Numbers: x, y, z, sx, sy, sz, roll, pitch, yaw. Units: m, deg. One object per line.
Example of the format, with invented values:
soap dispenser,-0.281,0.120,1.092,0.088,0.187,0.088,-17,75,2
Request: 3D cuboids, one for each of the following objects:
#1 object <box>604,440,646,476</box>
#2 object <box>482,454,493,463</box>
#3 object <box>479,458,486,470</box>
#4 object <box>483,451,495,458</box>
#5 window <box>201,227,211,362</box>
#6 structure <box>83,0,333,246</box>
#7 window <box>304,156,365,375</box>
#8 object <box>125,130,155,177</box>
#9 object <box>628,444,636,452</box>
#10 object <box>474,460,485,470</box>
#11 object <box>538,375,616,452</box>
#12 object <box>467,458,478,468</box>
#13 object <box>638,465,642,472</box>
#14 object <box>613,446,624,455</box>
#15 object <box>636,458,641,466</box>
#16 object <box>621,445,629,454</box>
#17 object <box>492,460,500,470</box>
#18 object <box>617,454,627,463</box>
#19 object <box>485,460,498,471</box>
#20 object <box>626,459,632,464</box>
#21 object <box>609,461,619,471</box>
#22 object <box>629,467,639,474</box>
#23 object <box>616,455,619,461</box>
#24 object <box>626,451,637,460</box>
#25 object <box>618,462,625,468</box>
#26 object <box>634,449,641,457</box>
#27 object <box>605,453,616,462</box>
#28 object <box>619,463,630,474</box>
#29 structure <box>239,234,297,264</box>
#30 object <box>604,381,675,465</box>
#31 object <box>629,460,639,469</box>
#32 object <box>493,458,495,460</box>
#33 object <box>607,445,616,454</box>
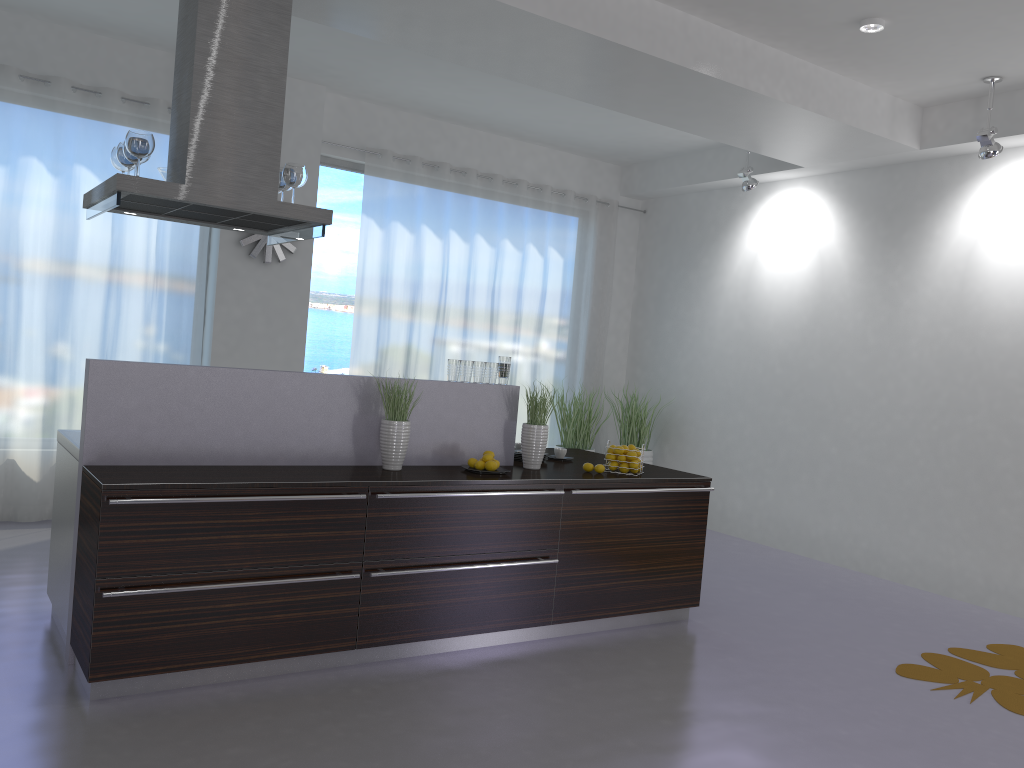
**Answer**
object,0.648,0.419,5.090,0.207,0.174,0.189,6,2,21
object,-0.126,0.386,4.608,0.061,0.047,0.053,4,2,-31
object,-0.147,0.418,4.647,0.057,0.060,0.071,4,2,-33
object,-0.122,0.374,4.660,0.063,0.048,0.053,6,2,22
window,-3.677,-0.800,6.204,3.000,2.500,0.100,4,2,-34
structure,-1.492,-1.392,4.419,0.981,1.231,0.915,4,2,-34
window,-0.581,-0.604,8.311,3.000,2.500,0.100,4,2,-34
object,-1.671,-1.016,3.975,0.125,0.221,0.125,5,2,-9
object,0.694,0.380,5.140,0.050,0.060,0.059,4,2,-35
object,-0.165,0.421,4.585,0.063,0.051,0.053,4,2,-30
object,0.614,0.586,8.303,0.713,1.334,0.656,4,2,-34
object,-0.202,0.413,4.626,0.061,0.054,0.052,5,2,13
object,0.728,0.483,5.128,0.053,0.052,0.062,5,2,5
object,0.607,0.378,5.035,0.063,0.051,0.053,5,2,13
object,0.711,0.448,5.073,0.051,0.055,0.061,6,2,35
object,0.643,0.376,5.083,0.051,0.053,0.063,4,2,-33
object,-0.091,0.423,4.630,0.052,0.054,0.061,6,2,33
object,0.624,0.424,5.037,0.052,0.053,0.062,6,2,28
object,-0.108,0.423,4.567,0.070,0.058,0.060,4,2,-35
object,0.680,0.442,5.075,0.051,0.053,0.062,4,2,-26
object,0.579,0.466,5.046,0.060,0.057,0.052,4,2,-32
object,0.695,0.483,5.048,0.051,0.053,0.063,4,2,-26
object,0.606,0.418,5.090,0.064,0.053,0.051,4,2,-31
object,0.678,0.407,5.028,0.061,0.052,0.053,4,2,-21
object,0.632,0.469,5.078,0.057,0.060,0.052,4,2,-28
object,0.711,0.397,5.076,0.051,0.053,0.063,4,2,-21
object,0.564,0.417,5.051,0.063,0.051,0.053,6,2,25
object,0.638,0.477,5.036,0.064,0.063,0.074,4,2,-14
structure,-1.901,-1.196,6.958,0.505,0.505,0.076,4,2,-34
object,1.142,0.618,8.701,0.713,1.334,0.656,6,2,40
object,0.689,0.455,5.007,0.052,0.054,0.061,6,2,33
object,-0.109,0.415,4.684,0.051,0.053,0.063,5,2,6
object,0.575,0.378,5.078,0.057,0.060,0.052,7,3,44
